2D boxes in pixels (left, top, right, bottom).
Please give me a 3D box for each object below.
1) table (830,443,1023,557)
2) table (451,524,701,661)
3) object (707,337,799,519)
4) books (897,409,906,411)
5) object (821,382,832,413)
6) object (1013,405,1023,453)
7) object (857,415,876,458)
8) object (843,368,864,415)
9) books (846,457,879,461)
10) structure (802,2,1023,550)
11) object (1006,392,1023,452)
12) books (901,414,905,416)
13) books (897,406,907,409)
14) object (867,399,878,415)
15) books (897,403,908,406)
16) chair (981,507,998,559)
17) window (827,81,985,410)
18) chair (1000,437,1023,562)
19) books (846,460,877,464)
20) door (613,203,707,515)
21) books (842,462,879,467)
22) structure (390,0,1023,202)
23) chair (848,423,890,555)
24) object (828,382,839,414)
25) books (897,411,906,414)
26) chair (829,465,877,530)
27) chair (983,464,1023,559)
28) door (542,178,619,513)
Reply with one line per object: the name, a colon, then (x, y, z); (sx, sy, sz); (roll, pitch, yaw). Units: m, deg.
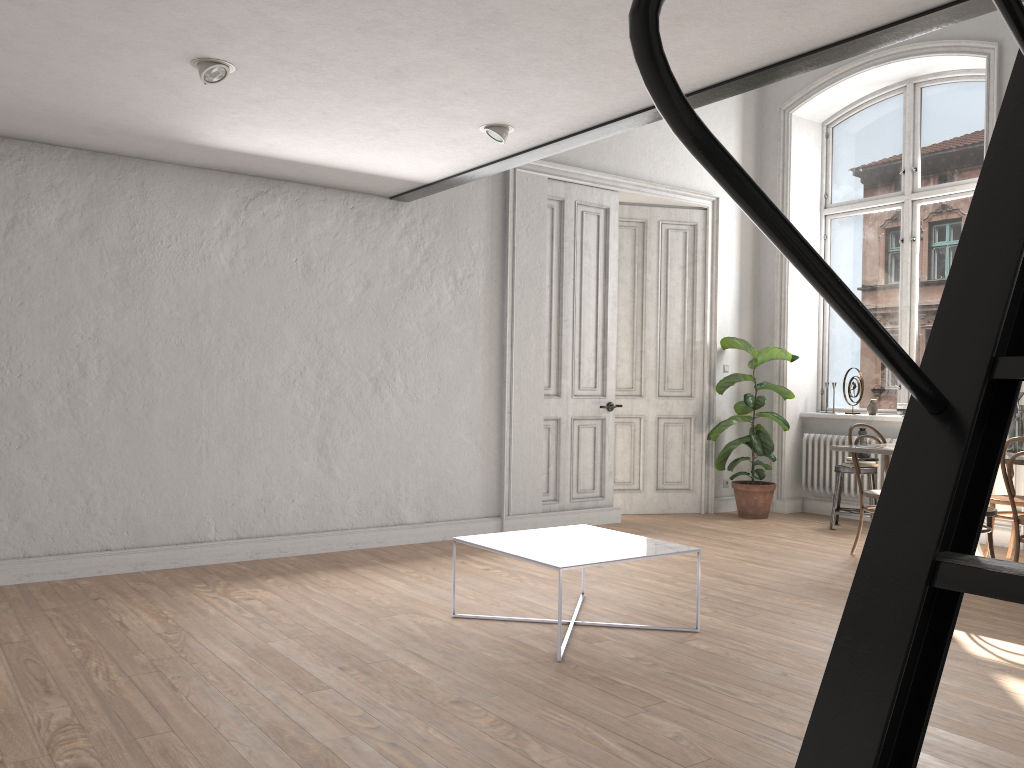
table: (3.226, 0.824, 5.414); (1.100, 0.780, 2.200); (1, 0, -36)
table: (0.296, 0.962, 4.280); (0.849, 0.392, 0.849); (1, 0, -36)
object: (3.475, 0.298, 5.810); (0.792, 1.842, 5.826); (1, 0, -31)
books: (3.451, 0.225, 7.632); (0.147, 0.023, 0.221); (1, 0, -20)
object: (2.965, 0.130, 8.357); (0.095, 0.289, 0.095); (1, 0, -4)
object: (3.189, 0.282, 5.550); (0.086, 0.301, 0.086); (1, 0, 40)
object: (2.960, 0.426, 7.426); (0.163, 0.383, 0.154); (1, 0, 28)
object: (3.115, 0.064, 8.085); (0.087, 0.425, 0.347); (1, 0, -3)
books: (2.927, 0.629, 7.419); (0.221, 0.027, 0.147); (1, 0, -3)
structure: (4.233, -1.003, 6.172); (0.340, 4.474, 5.181); (1, 0, -36)
object: (3.223, 0.243, 5.695); (0.116, 0.383, 0.116); (1, 0, -24)
books: (3.449, 0.269, 7.642); (0.147, 0.023, 0.221); (1, 0, 13)
books: (3.443, 0.204, 7.623); (0.205, 0.020, 0.155); (1, 0, 44)
object: (3.222, 0.206, 7.927); (0.100, 0.142, 0.102); (1, 0, 29)
books: (3.471, 0.179, 7.619); (0.174, 0.019, 0.243); (1, 0, -26)
chair: (2.694, 0.746, 5.415); (0.549, 0.920, 0.438); (1, 0, -40)
window: (3.527, -1.186, 7.860); (0.013, 2.843, 1.622); (1, 0, -36)
chair: (3.005, 0.749, 4.919); (0.549, 0.920, 0.438); (1, 0, -25)
books: (2.925, 0.651, 7.420); (0.232, 0.029, 0.163); (1, 0, 25)
door: (1.274, -0.221, 8.079); (1.097, 2.814, 0.216); (1, 0, -11)
books: (2.916, 0.677, 7.428); (0.246, 0.034, 0.194); (1, 0, 5)
structure: (-0.695, -1.914, 2.717); (4.158, 1.213, 5.926); (1, 0, -36)
chair: (2.640, 0.747, 6.193); (0.438, 0.920, 0.549); (1, 0, -27)
object: (2.987, 0.131, 8.228); (0.095, 0.289, 0.095); (1, 0, -13)
books: (3.450, 0.247, 7.635); (0.155, 0.022, 0.205); (1, 0, -16)
chair: (2.874, 0.951, 7.424); (0.364, 0.523, 0.360); (1, 0, 28)
chair: (3.461, 0.760, 5.957); (0.549, 0.920, 0.438); (1, 0, -38)
door: (0.426, -0.238, 7.267); (1.097, 2.814, 0.216); (1, 0, -34)
